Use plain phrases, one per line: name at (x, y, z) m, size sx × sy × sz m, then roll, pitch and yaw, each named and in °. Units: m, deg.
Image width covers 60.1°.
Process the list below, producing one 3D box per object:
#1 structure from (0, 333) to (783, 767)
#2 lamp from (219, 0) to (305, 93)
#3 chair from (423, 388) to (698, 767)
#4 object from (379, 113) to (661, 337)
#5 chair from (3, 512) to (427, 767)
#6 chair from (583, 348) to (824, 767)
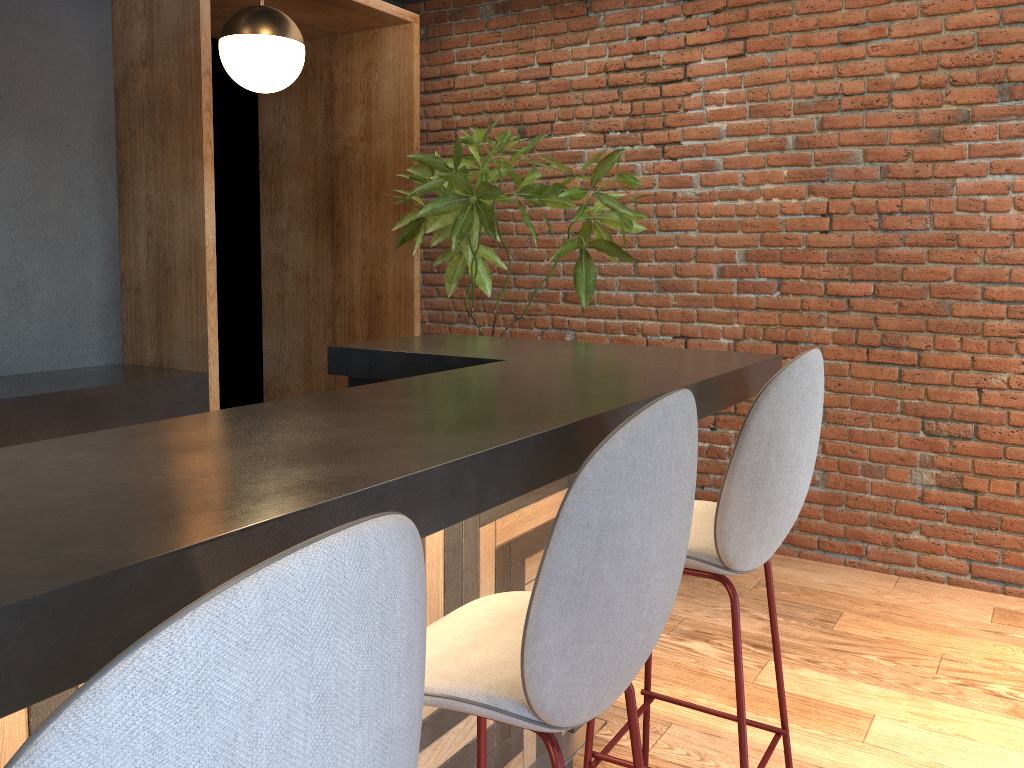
structure at (-1.792, 0.558, 1.106) m, size 2.921 × 1.390 × 4.938 m, roll 5°, pitch 9°, yaw 32°
lamp at (-0.792, -2.824, 2.694) m, size 0.269 × 3.777 × 0.269 m, roll -4°, pitch 7°, yaw -37°
chair at (0.016, 0.608, 1.394) m, size 0.508 × 1.238 × 0.419 m, roll 4°, pitch 6°, yaw 30°
object at (-0.052, -0.227, 4.279) m, size 1.519 × 2.087 × 1.086 m, roll 5°, pitch 8°, yaw 37°
chair at (-0.326, 0.691, 0.707) m, size 0.508 × 1.238 × 0.420 m, roll 3°, pitch 6°, yaw 28°
chair at (0.415, 0.524, 2.006) m, size 0.508 × 1.238 × 0.419 m, roll 4°, pitch 7°, yaw 31°
